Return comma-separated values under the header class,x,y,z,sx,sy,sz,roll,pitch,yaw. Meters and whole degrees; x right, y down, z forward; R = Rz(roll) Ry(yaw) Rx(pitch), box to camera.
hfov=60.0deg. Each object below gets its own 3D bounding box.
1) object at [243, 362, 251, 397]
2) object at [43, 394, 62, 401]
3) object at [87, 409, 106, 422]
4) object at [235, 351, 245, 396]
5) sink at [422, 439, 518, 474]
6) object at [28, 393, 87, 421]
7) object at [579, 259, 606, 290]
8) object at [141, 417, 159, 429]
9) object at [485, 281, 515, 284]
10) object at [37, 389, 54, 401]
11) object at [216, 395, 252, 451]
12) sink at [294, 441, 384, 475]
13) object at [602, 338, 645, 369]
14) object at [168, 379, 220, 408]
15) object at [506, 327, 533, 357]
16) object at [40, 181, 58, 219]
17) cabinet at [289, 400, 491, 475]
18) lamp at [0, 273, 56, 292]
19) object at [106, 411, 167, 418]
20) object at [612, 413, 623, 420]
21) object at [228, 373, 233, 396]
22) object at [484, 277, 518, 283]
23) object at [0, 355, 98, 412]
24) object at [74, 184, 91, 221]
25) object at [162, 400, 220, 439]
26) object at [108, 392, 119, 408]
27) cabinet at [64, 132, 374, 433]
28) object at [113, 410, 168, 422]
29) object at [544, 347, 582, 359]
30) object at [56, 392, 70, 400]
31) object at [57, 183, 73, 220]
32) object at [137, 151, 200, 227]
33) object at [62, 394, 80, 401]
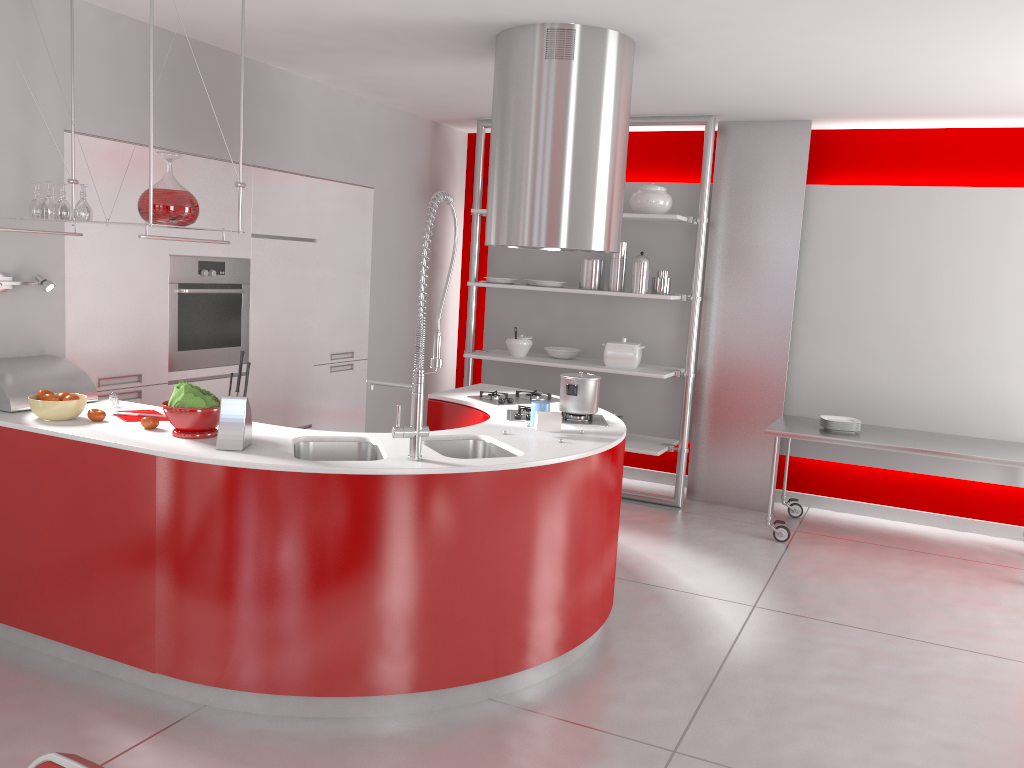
class,x,y,z,sx,sy,sz,roll,pitch,yaw
object,-0.931,0.067,3.087,0.012,0.279,0.130,3,8,-4
object,-1.750,0.062,3.377,0.065,0.052,0.062,5,8,9
object,-1.588,0.120,3.390,0.065,0.047,0.063,7,8,24
object,-0.958,0.049,3.092,0.014,0.322,0.150,3,8,-4
sink,-0.170,0.337,3.350,0.326,0.172,0.428,0,8,-26
object,-1.736,0.092,3.392,0.201,0.086,0.201,7,8,25
object,0.546,-0.752,6.093,0.184,0.205,0.172,8,9,30
object,-1.348,0.143,3.303,0.064,0.048,0.063,4,8,3
object,-0.082,-0.722,6.330,0.280,0.015,0.280,-1,9,-28
object,-1.795,0.050,3.416,0.055,0.058,0.066,5,8,10
object,-0.962,0.128,3.075,0.091,0.178,0.137,3,7,-2
sink,-0.627,0.333,3.182,0.326,0.172,0.428,1,8,-14
object,0.764,-0.219,6.099,0.282,0.197,0.235,5,8,14
object,-1.142,0.076,3.227,0.198,0.182,0.193,8,9,30
object,0.052,-0.305,6.361,0.192,0.214,0.192,5,8,11
object,-1.727,-0.683,3.308,0.060,0.141,0.060,4,7,1
cabinet,-0.996,0.521,3.906,1.875,0.761,1.025,1,8,-20
lamp,-2.051,-0.412,3.641,0.155,0.081,0.454,7,8,24
object,-1.424,0.124,3.528,0.375,0.008,0.041,4,7,1
object,0.646,0.296,6.176,0.240,0.161,0.259,4,8,8
object,-0.985,0.062,3.084,0.009,0.197,0.091,3,8,-4
object,-0.081,-0.735,6.328,0.244,0.042,0.244,5,8,9
object,-1.990,-0.010,3.672,0.300,0.170,0.400,7,8,24
object,-1.624,-0.683,3.352,0.060,0.141,0.060,7,8,24
object,-1.155,0.128,3.238,0.229,0.118,0.228,3,8,-4
object,-1.657,0.066,3.688,0.043,0.066,0.042,9,9,37
cabinet,-1.778,-0.243,5.202,0.614,2.026,2.398,7,8,24
object,-1.481,0.126,3.535,0.168,0.006,0.266,-3,10,-38
object,0.363,-0.218,6.388,0.272,0.072,0.272,2,8,-11
object,-1.737,0.055,3.437,0.066,0.049,0.062,6,8,21
object,-1.715,-0.694,3.392,0.060,0.141,0.060,7,8,24
object,-1.256,-0.711,3.246,0.213,0.266,0.213,-2,9,-37
object,-1.687,0.064,3.393,0.066,0.049,0.062,8,9,32
